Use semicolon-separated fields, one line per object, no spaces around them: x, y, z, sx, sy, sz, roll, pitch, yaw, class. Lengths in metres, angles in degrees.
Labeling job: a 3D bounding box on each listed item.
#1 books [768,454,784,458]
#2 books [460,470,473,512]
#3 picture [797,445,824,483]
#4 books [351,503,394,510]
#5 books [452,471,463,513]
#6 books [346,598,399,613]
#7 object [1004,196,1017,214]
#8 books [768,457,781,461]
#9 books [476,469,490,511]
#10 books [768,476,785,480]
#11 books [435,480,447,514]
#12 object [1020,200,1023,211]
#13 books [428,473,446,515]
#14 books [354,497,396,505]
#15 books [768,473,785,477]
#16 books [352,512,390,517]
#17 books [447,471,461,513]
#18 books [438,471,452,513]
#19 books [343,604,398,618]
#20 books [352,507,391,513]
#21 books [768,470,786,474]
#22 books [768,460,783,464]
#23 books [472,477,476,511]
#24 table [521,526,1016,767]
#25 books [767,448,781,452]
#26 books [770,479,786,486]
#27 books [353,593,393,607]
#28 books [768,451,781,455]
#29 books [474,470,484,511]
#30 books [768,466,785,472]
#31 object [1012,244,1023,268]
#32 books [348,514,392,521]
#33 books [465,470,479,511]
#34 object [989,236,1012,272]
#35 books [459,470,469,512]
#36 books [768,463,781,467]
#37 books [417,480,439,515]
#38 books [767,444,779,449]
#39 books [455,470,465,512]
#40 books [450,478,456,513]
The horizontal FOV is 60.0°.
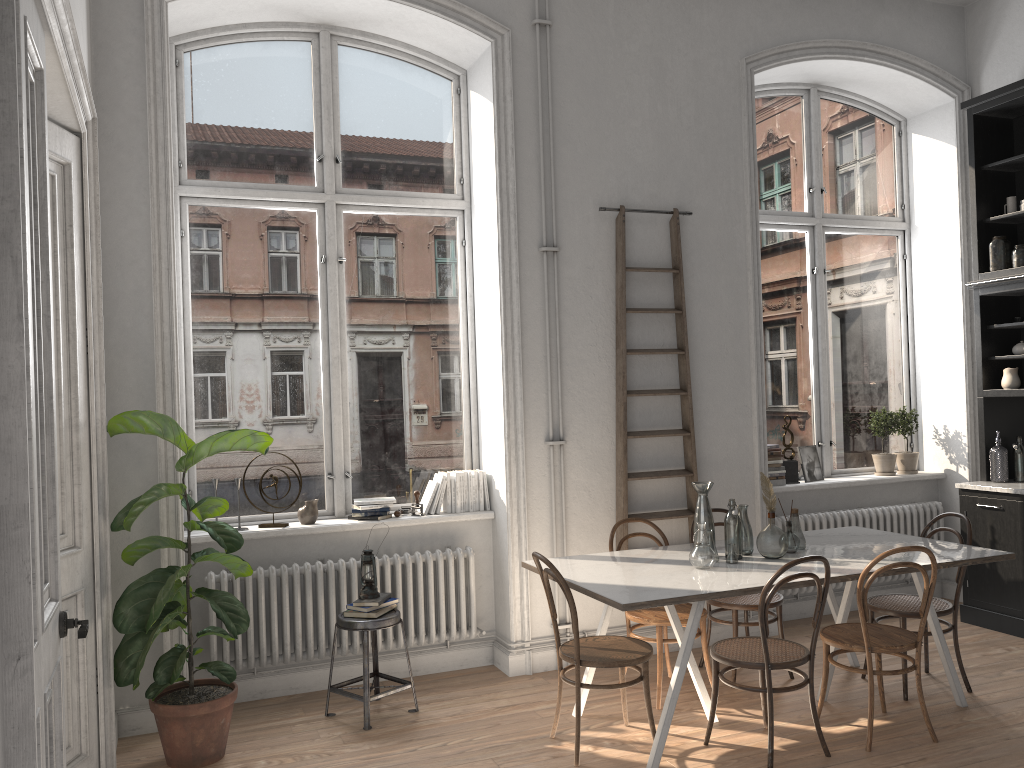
1.775;0.510;6.294;0.243;0.019;0.174;-2;-1;-21;books
-0.283;0.662;5.499;0.019;0.243;0.174;-2;-1;-21;books
2.153;0.584;6.490;0.221;0.264;0.149;-1;-1;-38;picture
-0.828;0.722;5.256;0.205;0.020;0.155;-1;-1;-31;books
-0.341;0.664;5.477;0.019;0.243;0.174;-2;-1;-21;books
-0.739;1.167;4.708;0.163;0.029;0.232;-3;-1;39;books
3.424;-1.210;6.082;0.059;0.135;0.082;-2;-1;7;object
1.780;0.531;6.295;0.205;0.022;0.155;-1;-1;-26;books
-0.188;0.660;5.536;0.040;0.244;0.174;-2;-1;-21;books
1.776;0.664;6.278;0.249;0.023;0.175;-1;-1;-26;books
-0.450;0.686;5.435;0.072;0.203;0.155;-2;-1;-21;books
3.486;-1.194;5.991;0.096;0.095;0.096;-2;-1;13;object
-0.474;0.670;5.424;0.100;0.235;0.174;-2;-1;-21;books
-0.818;0.697;5.283;0.243;0.019;0.174;-2;-1;-11;books
1.776;0.641;6.278;0.249;0.023;0.175;-2;-1;-21;books
-0.836;0.765;5.267;0.205;0.022;0.155;-2;-1;-1;books
-0.358;0.664;5.460;0.024;0.243;0.175;-2;-1;-21;books
-0.414;0.666;5.471;0.024;0.243;0.175;-2;-1;-21;books
-0.748;1.193;4.701;0.194;0.034;0.246;-2;-1;19;books
-0.834;0.743;5.267;0.221;0.023;0.147;-2;-1;-5;books
1.779;0.622;6.296;0.255;0.014;0.192;-2;-1;-18;books
1.782;0.553;6.301;0.222;0.024;0.158;-2;-1;-21;books
-0.262;0.680;5.509;0.020;0.205;0.155;-2;-1;-21;books
1.285;1.270;4.506;2.200;0.779;1.100;-2;-1;-21;table
1.778;0.467;6.296;0.205;0.020;0.155;-2;-1;-21;books
1.775;0.697;6.278;0.248;0.043;0.192;-2;-1;-21;books
-0.738;1.145;4.710;0.147;0.027;0.221;-2;-1;11;books
1.766;0.489;6.291;0.231;0.023;0.162;-2;-1;-6;books
-0.218;0.661;5.527;0.024;0.243;0.175;-2;-1;-21;books
1.777;0.601;6.297;0.245;0.028;0.193;-1;-1;-26;books
3.395;-0.846;5.908;0.114;0.155;0.114;-2;-1;-18;object
-0.842;0.788;5.268;0.221;0.023;0.147;-2;-1;27;books
-0.248;0.662;5.536;0.024;0.243;0.175;-2;-1;-21;books
3.323;-0.882;6.034;0.118;0.238;0.118;-2;-1;-36;object
-0.310;0.663;5.512;0.024;0.243;0.175;-2;-1;-21;books
1.782;0.576;6.295;0.205;0.022;0.155;-2;-1;-7;books
-0.511;0.691;5.414;0.105;0.194;0.155;-2;-1;-22;books
1.769;0.446;6.303;0.201;0.024;0.159;-1;-1;-31;books
-0.329;0.664;5.500;0.019;0.243;0.174;-2;-1;-21;books
-0.382;0.684;5.462;0.020;0.205;0.155;-2;-1;-21;books
